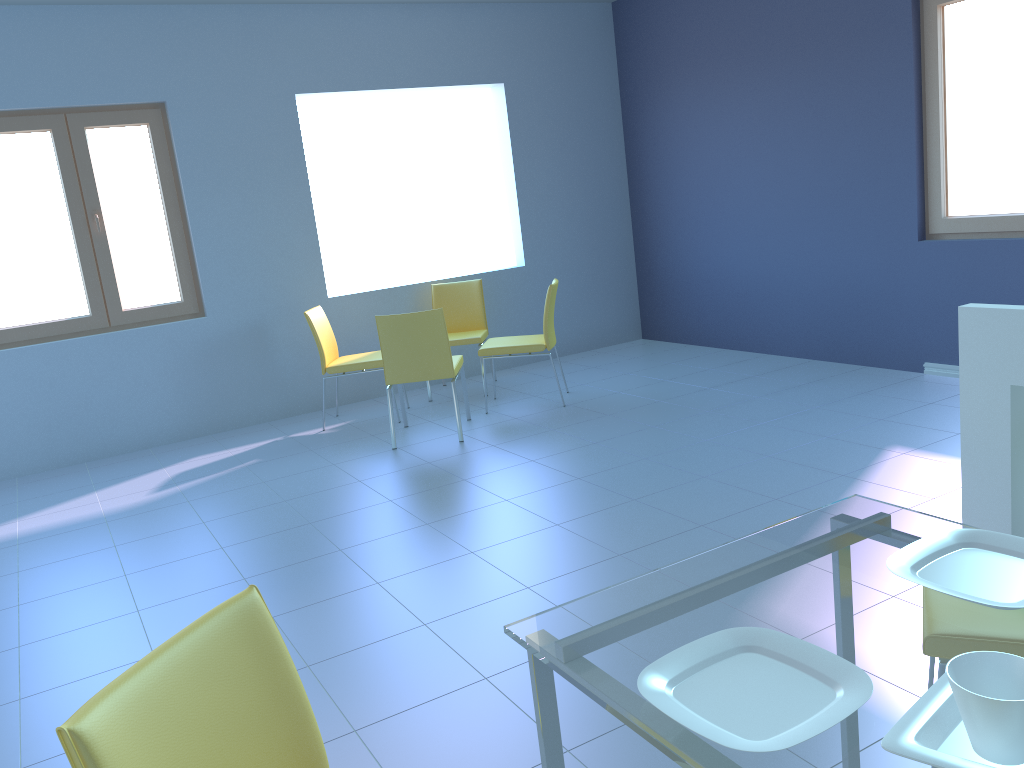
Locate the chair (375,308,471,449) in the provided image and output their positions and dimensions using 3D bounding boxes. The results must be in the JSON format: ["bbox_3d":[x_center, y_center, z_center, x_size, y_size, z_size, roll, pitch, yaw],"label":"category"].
[{"bbox_3d":[-0.470,-0.069,4.722,0.387,0.695,0.484,-6,12,3],"label":"chair"}]

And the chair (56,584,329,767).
[{"bbox_3d":[-0.173,0.646,1.076,0.484,0.695,0.387,-3,12,20],"label":"chair"}]

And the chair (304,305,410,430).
[{"bbox_3d":[-0.926,-0.130,5.291,0.484,0.695,0.387,-6,12,3],"label":"chair"}]

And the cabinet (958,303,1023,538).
[{"bbox_3d":[2.518,0.088,1.950,2.200,0.800,2.139,-13,13,-27],"label":"cabinet"}]

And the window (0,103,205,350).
[{"bbox_3d":[-2.591,-0.878,4.961,1.475,1.263,0.142,-13,13,-27],"label":"window"}]

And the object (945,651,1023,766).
[{"bbox_3d":[0.484,0.322,0.861,0.111,0.083,0.091,1,14,33],"label":"object"}]

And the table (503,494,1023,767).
[{"bbox_3d":[0.622,0.627,0.984,0.730,0.590,1.173,-13,13,-27],"label":"table"}]

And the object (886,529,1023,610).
[{"bbox_3d":[0.657,0.258,1.226,0.228,0.020,0.228,-14,13,-30],"label":"object"}]

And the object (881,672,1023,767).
[{"bbox_3d":[0.495,0.350,0.880,0.194,0.020,0.190,4,16,42],"label":"object"}]

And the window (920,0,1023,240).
[{"bbox_3d":[2.482,-1.292,3.949,0.142,1.263,1.475,-13,13,-27],"label":"window"}]

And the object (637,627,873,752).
[{"bbox_3d":[0.274,0.349,1.013,0.228,0.020,0.228,-14,13,-30],"label":"object"}]

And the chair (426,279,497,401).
[{"bbox_3d":[-0.354,-0.300,5.773,0.387,0.695,0.484,-5,12,8],"label":"chair"}]

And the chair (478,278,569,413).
[{"bbox_3d":[0.067,-0.232,5.202,0.484,0.699,0.387,-5,12,8],"label":"chair"}]
